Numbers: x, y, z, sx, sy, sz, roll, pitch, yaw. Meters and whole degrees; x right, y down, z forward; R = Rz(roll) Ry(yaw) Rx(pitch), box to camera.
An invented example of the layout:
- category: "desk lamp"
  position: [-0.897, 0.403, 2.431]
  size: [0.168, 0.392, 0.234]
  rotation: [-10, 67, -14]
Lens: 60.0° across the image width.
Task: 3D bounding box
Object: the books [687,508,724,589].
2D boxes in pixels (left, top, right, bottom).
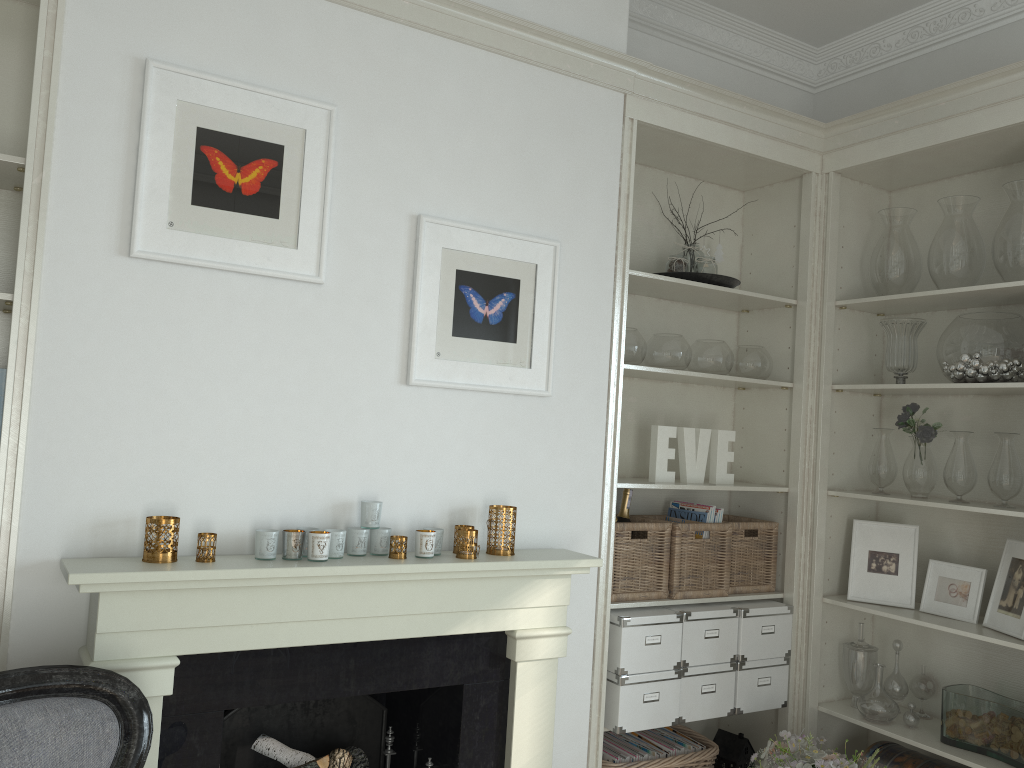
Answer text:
- category: "books"
  position: [0.639, 0.611, 3.348]
  size: [0.205, 0.306, 0.221]
  rotation: [5, -3, -31]

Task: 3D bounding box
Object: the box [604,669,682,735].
- category: "box"
  position: [0.363, 1.069, 3.150]
  size: [0.270, 0.191, 0.400]
  rotation: [5, -3, -31]

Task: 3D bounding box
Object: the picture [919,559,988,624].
- category: "picture"
  position: [1.588, 0.736, 3.163]
  size: [0.124, 0.192, 0.206]
  rotation: [6, -4, -36]

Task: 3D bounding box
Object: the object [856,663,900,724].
- category: "object"
  position: [1.337, 1.127, 3.240]
  size: [0.148, 0.200, 0.148]
  rotation: [2, -3, 26]

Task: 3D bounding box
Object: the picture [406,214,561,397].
- category: "picture"
  position: [-0.073, -0.225, 2.694]
  size: [0.494, 0.496, 0.024]
  rotation: [5, -3, -31]

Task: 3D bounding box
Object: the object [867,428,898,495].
- category: "object"
  position: [1.430, 0.298, 3.423]
  size: [0.110, 0.251, 0.110]
  rotation: [2, -3, 31]

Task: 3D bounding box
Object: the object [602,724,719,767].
- category: "object"
  position: [0.452, 1.420, 3.222]
  size: [0.554, 0.263, 0.408]
  rotation: [5, -3, -30]

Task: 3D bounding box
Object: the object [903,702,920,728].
- category: "object"
  position: [1.432, 1.185, 3.179]
  size: [0.056, 0.090, 0.056]
  rotation: [4, -3, 0]

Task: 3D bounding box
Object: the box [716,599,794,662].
- category: "box"
  position: [0.839, 0.921, 3.439]
  size: [0.270, 0.191, 0.400]
  rotation: [5, -3, -31]

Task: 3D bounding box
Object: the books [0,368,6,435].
- category: "books"
  position: [-1.658, 0.010, 2.007]
  size: [0.919, 0.301, 0.209]
  rotation: [5, -3, -30]

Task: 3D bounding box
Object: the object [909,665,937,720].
- category: "object"
  position: [1.538, 1.150, 3.321]
  size: [0.094, 0.188, 0.094]
  rotation: [3, -3, 11]

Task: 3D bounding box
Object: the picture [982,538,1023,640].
- category: "picture"
  position: [1.671, 0.669, 2.912]
  size: [0.124, 0.300, 0.202]
  rotation: [4, -3, -6]

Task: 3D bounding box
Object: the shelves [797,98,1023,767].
- category: "shelves"
  position: [1.566, 0.364, 3.123]
  size: [0.399, 2.523, 0.972]
  rotation: [5, -3, -31]

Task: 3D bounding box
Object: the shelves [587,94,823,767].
- category: "shelves"
  position: [0.626, 0.318, 3.352]
  size: [0.992, 2.523, 0.399]
  rotation: [5, -3, -31]

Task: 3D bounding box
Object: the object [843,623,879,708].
- category: "object"
  position: [1.332, 1.076, 3.396]
  size: [0.129, 0.315, 0.129]
  rotation: [5, -3, -26]

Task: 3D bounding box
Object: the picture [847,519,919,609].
- category: "picture"
  position: [1.405, 0.675, 3.352]
  size: [0.231, 0.300, 0.127]
  rotation: [2, -3, 29]

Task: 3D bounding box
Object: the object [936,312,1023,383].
- category: "object"
  position: [1.656, -0.114, 3.083]
  size: [0.329, 0.249, 0.329]
  rotation: [2, -3, 34]

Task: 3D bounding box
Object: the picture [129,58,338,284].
- category: "picture"
  position: [-0.712, -0.540, 2.314]
  size: [0.494, 0.496, 0.024]
  rotation: [5, -3, -31]

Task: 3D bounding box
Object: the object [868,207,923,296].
- category: "object"
  position: [1.489, -0.489, 3.442]
  size: [0.193, 0.362, 0.193]
  rotation: [1, -4, 42]

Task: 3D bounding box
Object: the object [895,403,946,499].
- category: "object"
  position: [1.516, 0.246, 3.304]
  size: [0.166, 0.355, 0.206]
  rotation: [3, -3, 8]

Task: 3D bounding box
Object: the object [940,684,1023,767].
- category: "object"
  position: [1.627, 1.139, 2.930]
  size: [0.171, 0.180, 0.387]
  rotation: [5, -3, -31]

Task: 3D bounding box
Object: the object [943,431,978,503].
- category: "object"
  position: [1.594, 0.295, 3.152]
  size: [0.110, 0.251, 0.110]
  rotation: [2, -3, 31]

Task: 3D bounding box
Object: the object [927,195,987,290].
- category: "object"
  position: [1.623, -0.492, 3.235]
  size: [0.193, 0.362, 0.193]
  rotation: [1, -4, 42]

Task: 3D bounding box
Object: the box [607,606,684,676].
- category: "box"
  position: [0.370, 0.878, 3.157]
  size: [0.270, 0.191, 0.400]
  rotation: [5, -3, -31]

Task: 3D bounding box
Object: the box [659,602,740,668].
- category: "box"
  position: [0.603, 0.900, 3.311]
  size: [0.270, 0.191, 0.400]
  rotation: [5, -3, -31]

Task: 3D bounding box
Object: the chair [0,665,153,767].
- category: "chair"
  position: [-0.772, 1.066, 1.413]
  size: [0.763, 1.024, 0.778]
  rotation: [2, -3, 24]

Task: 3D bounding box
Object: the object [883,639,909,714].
- category: "object"
  position: [1.456, 1.104, 3.358]
  size: [0.088, 0.271, 0.088]
  rotation: [5, -3, -26]

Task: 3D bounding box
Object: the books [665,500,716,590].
- category: "books"
  position: [0.604, 0.598, 3.327]
  size: [0.205, 0.306, 0.221]
  rotation: [5, -3, -31]

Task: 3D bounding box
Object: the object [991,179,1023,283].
- category: "object"
  position: [1.735, -0.496, 3.004]
  size: [0.193, 0.362, 0.193]
  rotation: [1, -4, 42]

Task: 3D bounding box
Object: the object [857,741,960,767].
- category: "object"
  position: [1.463, 1.456, 3.050]
  size: [0.290, 0.297, 0.475]
  rotation: [5, -3, -31]

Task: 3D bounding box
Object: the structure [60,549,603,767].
- category: "structure"
  position: [-0.503, 1.060, 2.451]
  size: [1.432, 1.191, 1.026]
  rotation: [5, -3, -31]

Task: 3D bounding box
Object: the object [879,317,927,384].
- category: "object"
  position: [1.476, -0.114, 3.357]
  size: [0.168, 0.256, 0.168]
  rotation: [3, -3, 17]

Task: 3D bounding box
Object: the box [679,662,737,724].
- category: "box"
  position: [0.588, 1.090, 3.295]
  size: [0.270, 0.191, 0.400]
  rotation: [5, -3, -31]

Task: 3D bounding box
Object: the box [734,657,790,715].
- category: "box"
  position: [0.824, 1.112, 3.436]
  size: [0.270, 0.191, 0.400]
  rotation: [5, -3, -31]

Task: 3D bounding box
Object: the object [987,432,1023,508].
- category: "object"
  position: [1.678, 0.293, 3.013]
  size: [0.110, 0.251, 0.110]
  rotation: [2, -3, 31]
